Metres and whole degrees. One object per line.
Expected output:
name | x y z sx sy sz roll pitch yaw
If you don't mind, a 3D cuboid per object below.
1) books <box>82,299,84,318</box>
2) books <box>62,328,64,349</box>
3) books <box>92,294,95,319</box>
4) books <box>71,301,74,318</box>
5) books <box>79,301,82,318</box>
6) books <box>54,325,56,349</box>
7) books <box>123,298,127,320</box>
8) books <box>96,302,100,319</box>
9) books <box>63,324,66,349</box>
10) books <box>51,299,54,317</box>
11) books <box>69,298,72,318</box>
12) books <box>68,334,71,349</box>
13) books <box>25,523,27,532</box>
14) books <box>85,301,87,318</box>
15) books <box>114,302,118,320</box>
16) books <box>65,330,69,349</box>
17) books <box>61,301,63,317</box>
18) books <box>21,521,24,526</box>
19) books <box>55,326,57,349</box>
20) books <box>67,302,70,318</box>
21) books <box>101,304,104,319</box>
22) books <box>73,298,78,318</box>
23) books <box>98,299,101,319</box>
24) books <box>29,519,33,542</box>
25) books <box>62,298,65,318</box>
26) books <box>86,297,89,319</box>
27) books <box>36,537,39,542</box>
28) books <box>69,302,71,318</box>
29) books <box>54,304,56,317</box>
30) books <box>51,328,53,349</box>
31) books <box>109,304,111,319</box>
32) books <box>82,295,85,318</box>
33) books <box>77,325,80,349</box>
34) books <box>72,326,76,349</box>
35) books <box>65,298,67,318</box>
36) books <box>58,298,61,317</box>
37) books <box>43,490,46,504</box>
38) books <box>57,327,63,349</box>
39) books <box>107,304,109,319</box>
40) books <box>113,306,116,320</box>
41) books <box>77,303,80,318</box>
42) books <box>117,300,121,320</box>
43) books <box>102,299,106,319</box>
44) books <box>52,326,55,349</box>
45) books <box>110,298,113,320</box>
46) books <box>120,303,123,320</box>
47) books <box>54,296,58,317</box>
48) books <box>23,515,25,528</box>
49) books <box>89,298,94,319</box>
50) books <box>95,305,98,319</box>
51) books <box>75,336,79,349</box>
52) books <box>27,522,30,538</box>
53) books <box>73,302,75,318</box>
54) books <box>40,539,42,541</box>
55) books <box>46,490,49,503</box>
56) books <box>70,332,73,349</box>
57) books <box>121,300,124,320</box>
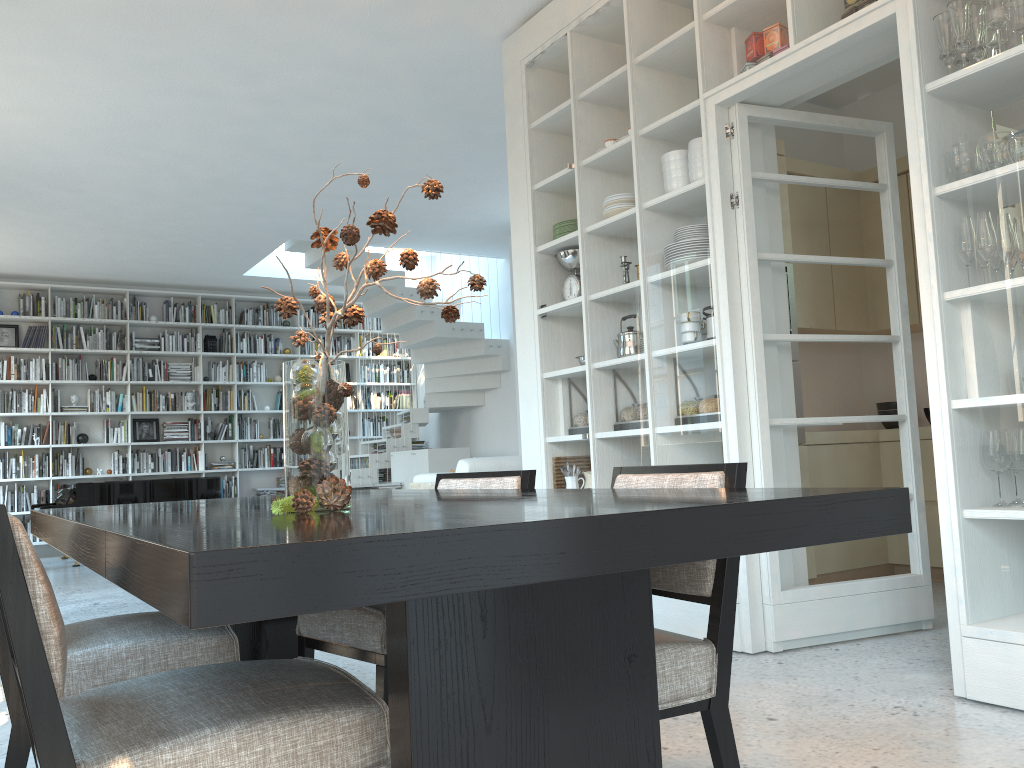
books | -5.117 -0.873 10.570 0.013 0.251 0.183 0 -5 -32
books | -5.281 -0.513 10.432 0.011 0.259 0.157 0 -5 -32
books | -5.025 -0.903 10.642 0.014 0.315 0.166 0 -5 -32
books | -5.229 -0.862 10.533 0.025 0.234 0.129 0 -5 -32
books | -5.141 -0.864 10.562 0.013 0.234 0.155 0 -5 -32
books | -5.371 -0.535 10.407 0.014 0.308 0.130 0 -5 -32
books | -4.726 -0.889 10.812 0.026 0.288 0.176 0 -5 -32
books | -4.980 -0.863 10.667 0.026 0.235 0.134 0 -5 -32
books | -5.269 -0.541 10.433 0.012 0.314 0.171 0 -5 -32
books | -5.397 -0.868 10.395 0.029 0.237 0.156 0 -5 -32
books | -5.231 -0.880 10.503 0.010 0.264 0.160 0 -5 -32
books | -5.233 -0.483 10.467 0.024 0.201 0.153 0 -5 -32
books | -5.518 1.690 10.064 0.024 0.214 0.137 0 -5 -32
books | -5.098 -0.863 10.598 0.029 0.235 0.130 0 -5 -32
books | -4.810 -0.863 10.768 0.026 0.237 0.149 0 -5 -32
books | -5.250 -0.504 10.443 0.031 0.241 0.181 0 -5 -32
books | -5.310 -0.858 10.450 0.023 0.220 0.181 0 -5 -32
books | -5.534 1.671 10.021 0.023 0.244 0.188 0 -5 -32
books | -5.348 -0.527 10.393 0.010 0.287 0.148 0 -5 -32
books | -5.250 -0.853 10.470 0.029 0.207 0.178 0 -5 -32
books | -4.949 -0.851 10.696 0.029 0.213 0.141 0 -5 -32
books | -5.192 -0.880 10.547 0.028 0.267 0.151 0 -5 -32
books | -4.964 -0.879 10.680 0.014 0.269 0.156 0 -5 -32
books | -5.471 1.667 10.078 0.027 0.256 0.179 0 -5 -32
books | -5.293 -0.874 10.466 0.023 0.251 0.170 0 -5 -32
books | -5.073 -0.885 10.597 0.013 0.276 0.164 0 -5 -32
books | -5.414 1.647 10.108 0.021 0.295 0.188 0 -5 -32
books | -5.239 -0.852 10.493 0.014 0.207 0.166 0 -5 -32
books | -5.381 -0.839 10.420 0.024 0.182 0.133 0 -5 -32
books | -5.377 -0.513 10.359 0.023 0.256 0.175 0 -5 -32
books | -4.865 -0.847 10.706 0.026 0.200 0.187 0 -6 -32
books | -5.110 -0.896 10.580 0.010 0.298 0.151 0 -5 -32
books | -5.153 -0.538 10.535 0.013 0.315 0.135 0 -5 -32
books | -5.187 -0.529 10.492 0.023 0.293 0.156 0 -5 -32
books | -5.275 -0.873 10.471 0.012 0.249 0.174 0 -5 -32
books | -5.336 -0.875 10.440 0.031 0.254 0.145 0 -5 -32
books | -5.379 1.332 10.188 0.026 0.235 0.140 0 -5 -32
books | -5.319 -0.519 10.419 0.067 0.274 0.168 0 -5 -32
books | -4.884 -0.850 10.698 0.013 0.206 0.178 0 -5 -32
books | -4.828 -0.838 10.742 0.031 0.184 0.177 0 -6 -32
books | -5.161 -0.847 10.552 0.030 0.201 0.152 0 -5 -32
books | -4.791 -0.874 10.790 0.029 0.261 0.151 0 -5 -32
books | -4.918 -0.880 10.686 0.014 0.266 0.192 0 -5 -32
books | -5.370 -0.525 10.381 0.013 0.283 0.159 0 -5 -32
books | -4.851 -0.888 10.740 0.013 0.285 0.160 0 -5 -32
books | -4.756 -0.858 10.786 0.026 0.225 0.172 0 -5 -32
books | -5.369 -0.886 10.443 0.021 0.278 0.141 0 -5 -32
books | -5.536 1.642 10.059 0.013 0.310 0.130 0 -5 -32
books | -5.045 -0.883 10.612 0.052 0.272 0.172 0 -5 -32
books | -4.999 -0.841 10.643 0.031 0.190 0.181 0 -6 -32
books | -5.165 -0.471 10.511 0.034 0.180 0.160 0 -6 -32
books | -5.492 1.683 10.066 0.022 0.224 0.141 0 -5 -32
books | -5.208 -0.854 10.535 0.012 0.216 0.150 0 -5 -32
books | -5.377 1.670 10.153 0.065 0.256 0.156 0 -5 -32
books | -5.350 1.333 10.195 0.030 0.230 0.151 0 -5 -32
books | -5.207 -0.492 10.476 0.029 0.218 0.158 0 -5 -32
books | -4.744 -0.878 10.804 0.014 0.267 0.171 0 -5 -32
